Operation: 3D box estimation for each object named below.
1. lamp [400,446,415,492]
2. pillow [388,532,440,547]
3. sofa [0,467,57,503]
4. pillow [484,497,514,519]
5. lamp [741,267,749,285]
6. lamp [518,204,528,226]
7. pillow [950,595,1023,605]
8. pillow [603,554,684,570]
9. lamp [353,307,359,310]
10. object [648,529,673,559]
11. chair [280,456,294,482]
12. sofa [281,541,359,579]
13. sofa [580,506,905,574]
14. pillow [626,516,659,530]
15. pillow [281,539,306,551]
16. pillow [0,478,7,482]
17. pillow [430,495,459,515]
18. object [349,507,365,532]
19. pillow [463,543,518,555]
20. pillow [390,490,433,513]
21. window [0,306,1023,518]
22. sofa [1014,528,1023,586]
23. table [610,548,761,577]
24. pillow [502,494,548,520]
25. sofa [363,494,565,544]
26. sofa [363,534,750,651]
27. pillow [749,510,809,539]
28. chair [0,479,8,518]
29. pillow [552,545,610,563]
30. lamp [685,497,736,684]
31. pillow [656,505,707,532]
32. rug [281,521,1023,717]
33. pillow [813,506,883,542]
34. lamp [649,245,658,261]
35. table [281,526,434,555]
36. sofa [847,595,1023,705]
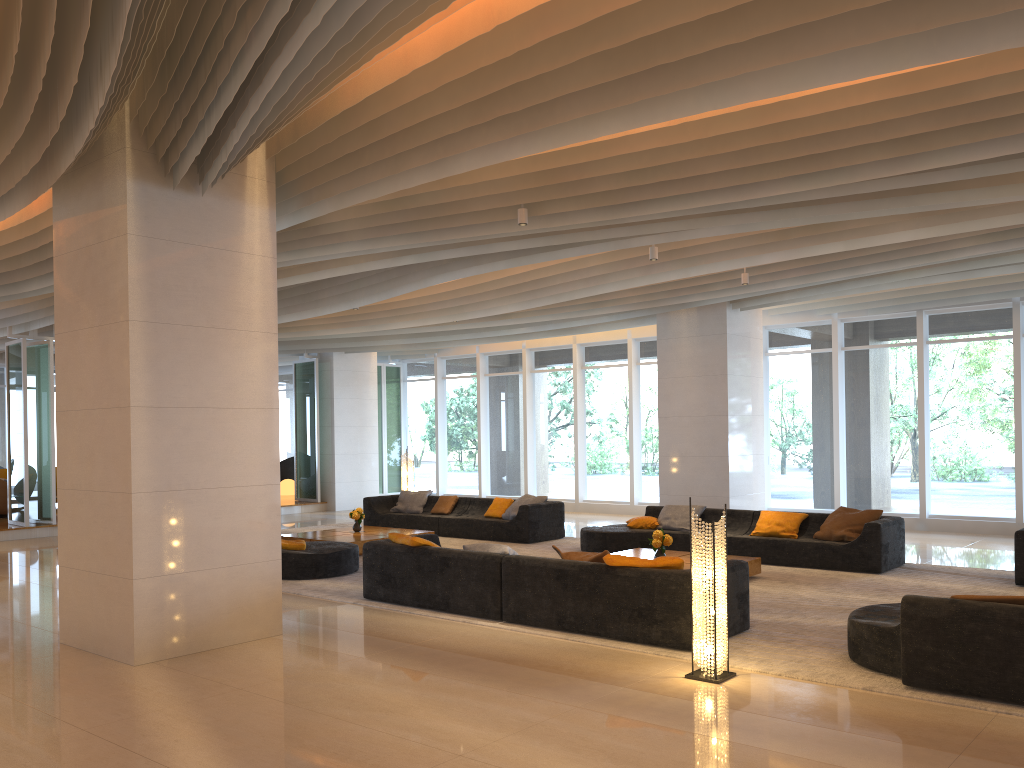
[{"bbox_3d":[-1.954,1.887,16.603,0.246,1.450,0.254,-1,0,40],"label":"lamp"},{"bbox_3d":[-0.859,1.646,8.703,0.555,0.377,0.630,0,-3,-28],"label":"pillow"},{"bbox_3d":[-10.716,2.251,19.169,1.094,0.900,2.602,-2,-3,30],"label":"sofa"},{"bbox_3d":[-0.210,1.978,14.173,0.401,0.312,0.327,-3,-2,42],"label":"pillow"},{"bbox_3d":[2.961,-2.023,11.306,0.088,1.505,0.090,-1,0,31],"label":"lamp"},{"bbox_3d":[0.086,-2.173,7.909,0.088,1.505,0.090,-1,0,31],"label":"lamp"},{"bbox_3d":[3.049,1.431,5.408,0.595,0.391,0.404,-3,-3,43],"label":"pillow"},{"bbox_3d":[1.088,1.522,7.073,0.632,0.377,0.553,-2,-2,18],"label":"pillow"},{"bbox_3d":[-2.299,-1.845,12.966,0.089,1.505,0.089,-1,0,-5],"label":"lamp"},{"bbox_3d":[1.589,1.730,9.487,0.239,0.377,0.262,0,-1,-28],"label":"object"},{"bbox_3d":[-5.901,2.386,23.748,1.117,1.005,1.544,-3,-3,43],"label":"chair"},{"bbox_3d":[-3.490,2.054,12.355,5.005,0.653,2.874,-4,-4,40],"label":"sofa"},{"bbox_3d":[2.725,1.933,11.335,4.077,0.582,1.375,-3,-4,39],"label":"sofa"},{"bbox_3d":[1.799,1.924,12.260,0.447,0.192,0.588,-1,-3,5],"label":"pillow"},{"bbox_3d":[-2.663,1.900,10.549,0.414,0.136,0.413,0,-3,-16],"label":"pillow"},{"bbox_3d":[-9.686,1.931,16.904,0.614,0.454,0.478,-2,-2,21],"label":"pillow"},{"bbox_3d":[-1.135,2.037,14.947,0.401,0.312,0.327,-2,-2,38],"label":"pillow"},{"bbox_3d":[-2.292,1.999,13.127,0.238,0.377,0.263,-1,-1,-18],"label":"object"},{"bbox_3d":[-0.132,1.665,8.192,0.577,0.377,0.428,-3,-3,42],"label":"pillow"},{"bbox_3d":[-1.760,2.050,15.491,0.632,0.377,0.553,-2,-2,18],"label":"pillow"},{"bbox_3d":[2.605,0.568,14.436,54.288,3.218,22.245,-1,-3,5],"label":"window"},{"bbox_3d":[6.913,1.677,8.011,1.361,0.582,4.115,2,-4,-43],"label":"sofa"},{"bbox_3d":[1.621,2.038,9.670,1.575,0.220,1.628,-4,-4,40],"label":"table"},{"bbox_3d":[0.187,1.926,13.861,0.555,0.377,0.630,0,-3,-28],"label":"pillow"},{"bbox_3d":[-0.873,2.175,14.571,3.715,0.582,0.958,-4,-4,40],"label":"sofa"},{"bbox_3d":[0.206,1.781,7.993,3.715,0.582,0.958,-4,-4,40],"label":"sofa"},{"bbox_3d":[3.332,1.798,11.119,0.627,0.394,0.458,-3,-3,39],"label":"pillow"},{"bbox_3d":[-9.907,2.070,17.138,1.156,1.005,1.493,1,-3,-42],"label":"chair"},{"bbox_3d":[0.651,1.577,7.535,0.591,0.409,0.451,-3,-3,42],"label":"pillow"},{"bbox_3d":[1.312,1.348,5.895,0.246,1.197,0.254,-1,0,40],"label":"lamp"},{"bbox_3d":[2.261,1.848,12.014,0.654,0.416,0.469,-3,-3,40],"label":"pillow"},{"bbox_3d":[1.379,2.167,9.875,15.956,0.022,5.609,-4,-4,40],"label":"rug"},{"bbox_3d":[4.028,1.681,10.645,0.555,0.377,0.630,0,-3,-28],"label":"pillow"},{"bbox_3d":[1.525,-2.097,9.617,0.088,1.505,0.090,-1,0,13],"label":"lamp"},{"bbox_3d":[-2.268,2.286,12.925,1.575,0.220,1.628,-4,-4,40],"label":"table"},{"bbox_3d":[3.259,1.603,5.675,2.216,0.576,1.378,-3,-4,40],"label":"sofa"}]
